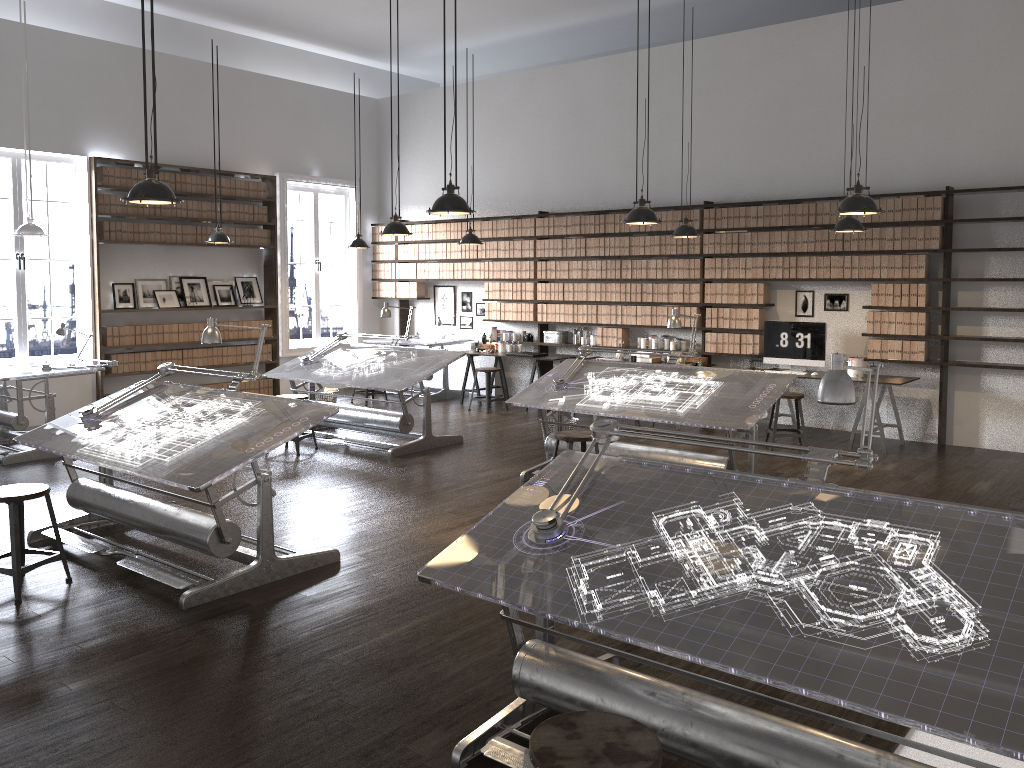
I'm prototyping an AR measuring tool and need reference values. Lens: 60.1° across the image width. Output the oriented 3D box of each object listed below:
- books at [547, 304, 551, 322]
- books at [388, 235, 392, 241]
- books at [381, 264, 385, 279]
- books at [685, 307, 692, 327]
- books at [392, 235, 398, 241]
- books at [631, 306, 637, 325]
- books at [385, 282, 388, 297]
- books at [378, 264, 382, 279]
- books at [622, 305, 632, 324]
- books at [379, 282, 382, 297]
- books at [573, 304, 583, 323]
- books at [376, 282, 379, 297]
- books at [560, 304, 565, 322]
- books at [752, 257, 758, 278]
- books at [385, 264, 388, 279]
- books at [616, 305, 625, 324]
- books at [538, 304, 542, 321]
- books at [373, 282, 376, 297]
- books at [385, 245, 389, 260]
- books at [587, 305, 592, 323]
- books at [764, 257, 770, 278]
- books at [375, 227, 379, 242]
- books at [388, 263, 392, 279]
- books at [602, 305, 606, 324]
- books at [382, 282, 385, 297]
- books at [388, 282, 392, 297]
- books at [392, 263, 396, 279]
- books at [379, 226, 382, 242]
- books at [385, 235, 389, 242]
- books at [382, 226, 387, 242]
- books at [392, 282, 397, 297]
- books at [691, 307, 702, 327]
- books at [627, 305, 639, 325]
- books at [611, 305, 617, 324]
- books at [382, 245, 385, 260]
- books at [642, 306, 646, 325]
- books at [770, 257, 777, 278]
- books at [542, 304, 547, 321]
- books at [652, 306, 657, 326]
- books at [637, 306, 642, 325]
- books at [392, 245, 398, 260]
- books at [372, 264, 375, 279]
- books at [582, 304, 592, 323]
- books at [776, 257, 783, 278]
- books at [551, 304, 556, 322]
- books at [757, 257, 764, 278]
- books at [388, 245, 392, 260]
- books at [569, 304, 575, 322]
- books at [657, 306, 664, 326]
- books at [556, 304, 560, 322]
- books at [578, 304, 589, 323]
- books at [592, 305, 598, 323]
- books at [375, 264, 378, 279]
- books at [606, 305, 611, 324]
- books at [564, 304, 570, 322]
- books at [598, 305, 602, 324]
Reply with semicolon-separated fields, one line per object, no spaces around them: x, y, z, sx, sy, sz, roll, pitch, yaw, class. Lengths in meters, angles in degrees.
0.525;-0.913;11.342;0.067;0.225;0.175;3;6;39;books
-1.744;-2.221;13.095;0.067;0.225;0.175;3;6;39;books
-1.864;-1.685;13.229;0.067;0.225;0.175;3;6;39;books
2.046;-0.768;10.106;0.067;0.225;0.175;3;6;39;books
-1.686;-2.216;13.051;0.067;0.225;0.175;3;6;39;books
1.496;-0.820;10.549;0.067;0.225;0.175;3;6;39;books
-1.808;-1.403;13.199;0.067;0.225;0.175;3;6;39;books
-1.916;-1.690;13.276;0.067;0.225;0.175;3;6;39;books
1.391;-0.831;10.642;0.067;0.225;0.175;3;6;39;books
-1.904;-1.413;13.285;0.067;0.225;0.175;3;6;39;books
0.842;-0.883;11.084;0.067;0.225;0.175;3;6;39;books
-1.965;-1.419;13.327;0.067;0.225;0.175;3;6;39;books
0.687;-0.897;11.205;0.067;0.225;0.175;3;6;39;books
2.661;-1.254;9.577;0.067;0.225;0.175;3;6;39;books
-1.806;-1.680;13.188;0.067;0.225;0.175;3;6;39;books
1.335;-0.836;10.683;0.067;0.225;0.175;3;6;39;books
0.409;-0.923;11.425;0.067;0.225;0.175;3;6;39;books
-2.020;-1.425;13.378;0.067;0.225;0.175;3;6;39;books
-1.801;-1.951;13.158;0.067;0.225;0.175;3;6;39;books
1.008;-0.867;10.951;0.067;0.225;0.175;3;6;39;books
2.766;-1.244;9.494;0.067;0.225;0.175;3;6;39;books
-1.964;-2.242;13.271;0.067;0.225;0.175;3;6;39;books
-1.751;-1.674;13.136;0.067;0.225;0.175;3;6;39;books
1.173;-0.851;10.814;0.067;0.225;0.175;3;6;39;books
-1.854;-1.409;13.242;0.067;0.225;0.175;3;6;39;books
-1.752;-1.398;13.153;0.067;0.225;0.175;3;6;39;books
-1.690;-1.669;13.094;0.067;0.225;0.175;3;6;39;books
-1.906;-2.237;13.228;0.067;0.225;0.175;3;6;39;books
-1.796;-2.227;13.142;0.067;0.225;0.175;3;6;39;books
-1.849;-2.232;13.187;0.067;0.225;0.175;3;6;39;books
-1.693;-1.393;13.110;0.067;0.225;0.175;3;6;39;books
2.108;-0.762;10.058;0.067;0.225;0.175;3;6;39;books
1.444;-0.826;10.597;0.067;0.225;0.175;3;6;39;books
1.276;-0.841;10.725;0.067;0.225;0.175;3;6;39;books
-1.850;-1.956;13.203;0.067;0.225;0.175;3;6;39;books
1.604;-0.810;10.467;0.067;0.225;0.175;3;6;39;books
2.821;-1.239;9.450;0.067;0.225;0.175;3;6;39;books
0.468;-0.918;11.383;0.067;0.225;0.175;3;6;39;books
1.709;-0.801;10.384;0.067;0.225;0.175;3;6;39;books
1.554;-0.815;10.505;0.067;0.225;0.175;3;6;39;books
-1.690;-1.941;13.075;0.067;0.225;0.175;3;6;39;books
-2.028;-1.700;13.359;0.067;0.225;0.175;3;6;39;books
0.950;-0.872;10.992;0.067;0.225;0.175;3;6;39;books
2.874;-1.233;9.402;0.067;0.225;0.175;3;6;39;books
0.578;-0.908;11.296;0.067;0.225;0.175;3;6;39;books
2.710;-1.248;9.532;0.067;0.225;0.175;3;6;39;books
-1.745;-1.946;13.120;0.067;0.225;0.175;3;6;39;books
0.786;-0.887;11.122;0.067;0.225;0.175;3;6;39;books
1.764;-0.795;10.339;0.067;0.225;0.175;3;6;39;books
0.630;-0.903;11.249;0.067;0.225;0.175;3;6;39;books
0.898;-0.878;11.039;0.067;0.225;0.175;3;6;39;books
1.063;-0.861;10.899;0.067;0.225;0.175;3;6;39;books
-1.972;-1.696;13.321;0.067;0.225;0.175;3;6;39;books
1.220;-0.846;10.771;0.067;0.225;0.175;3;6;39;books
0.737;-0.893;11.167;0.067;0.225;0.175;3;6;39;books
1.124;-0.856;10.857;0.067;0.225;0.175;3;6;39;books
